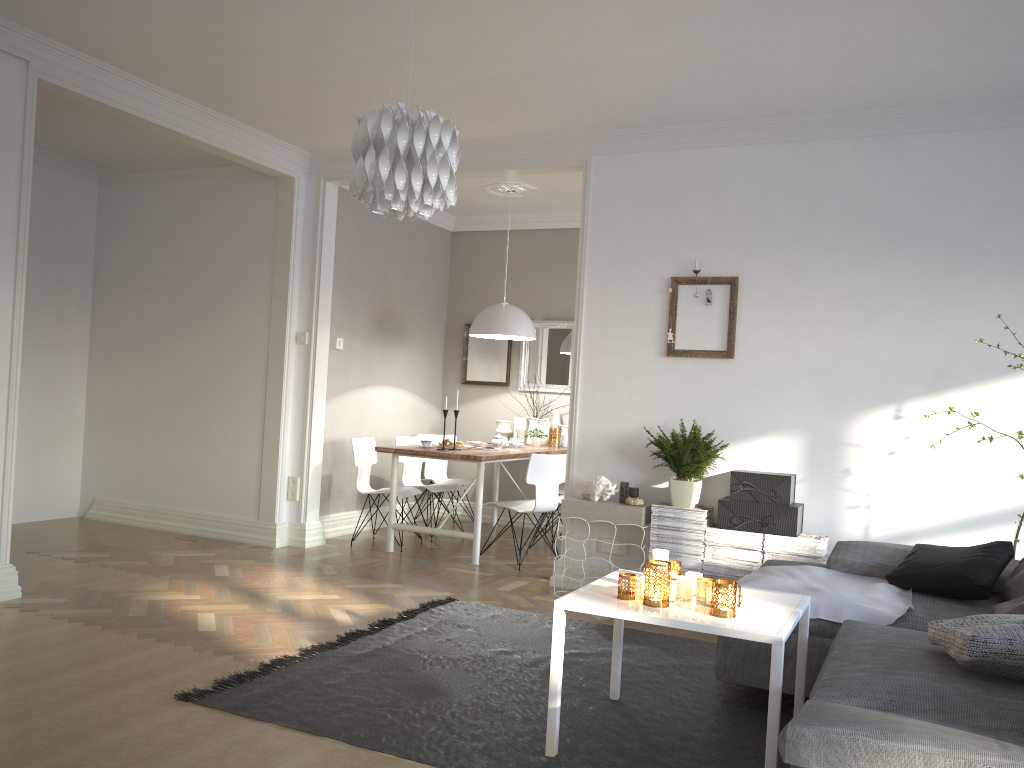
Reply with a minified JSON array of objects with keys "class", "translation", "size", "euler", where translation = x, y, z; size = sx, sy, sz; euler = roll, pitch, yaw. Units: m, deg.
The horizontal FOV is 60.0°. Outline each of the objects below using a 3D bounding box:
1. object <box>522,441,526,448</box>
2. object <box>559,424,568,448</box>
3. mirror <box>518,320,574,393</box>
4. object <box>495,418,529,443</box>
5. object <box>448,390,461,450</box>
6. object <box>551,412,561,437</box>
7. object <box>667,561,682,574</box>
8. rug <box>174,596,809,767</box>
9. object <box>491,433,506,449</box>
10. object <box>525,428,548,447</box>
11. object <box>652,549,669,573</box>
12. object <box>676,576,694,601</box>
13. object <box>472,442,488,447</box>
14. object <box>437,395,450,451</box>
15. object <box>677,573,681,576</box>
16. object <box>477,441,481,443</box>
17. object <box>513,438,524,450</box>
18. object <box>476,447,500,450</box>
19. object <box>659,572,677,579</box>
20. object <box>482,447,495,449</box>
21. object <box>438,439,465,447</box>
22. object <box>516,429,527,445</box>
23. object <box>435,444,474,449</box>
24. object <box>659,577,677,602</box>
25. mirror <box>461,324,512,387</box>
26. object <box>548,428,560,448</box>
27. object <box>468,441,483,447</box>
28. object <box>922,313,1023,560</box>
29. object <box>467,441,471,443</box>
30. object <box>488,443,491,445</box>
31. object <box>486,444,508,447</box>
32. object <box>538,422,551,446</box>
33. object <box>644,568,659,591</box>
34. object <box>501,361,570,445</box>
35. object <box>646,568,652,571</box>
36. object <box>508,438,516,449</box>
[{"class":"object","translation":[0.058,0.489,7.208],"size":[0.116,0.056,0.116],"euler":[3,-1,-3]},{"class":"object","translation":[0.472,0.452,7.688],"size":[0.136,0.194,0.115],"euler":[4,0,-35]},{"class":"mirror","translation":[0.326,-0.245,7.848],"size":[0.544,0.632,0.047],"euler":[3,0,25]},{"class":"object","translation":[-0.008,0.409,7.849],"size":[0.310,0.228,0.172],"euler":[4,0,-22]},{"class":"object","translation":[-0.404,0.253,6.405],"size":[0.095,0.448,0.095],"euler":[3,0,20]},{"class":"object","translation":[0.384,0.394,7.755],"size":[0.091,0.301,0.091],"euler":[3,0,-21]},{"class":"object","translation":[0.589,0.691,3.243],"size":[0.060,0.079,0.060],"euler":[3,0,19]},{"class":"rug","translation":[0.143,1.205,3.644],"size":[2.110,0.055,2.016],"euler":[3,-1,25]},{"class":"object","translation":[-0.102,0.445,6.951],"size":[0.143,0.119,0.124],"euler":[3,-1,29]},{"class":"object","translation":[0.207,0.449,7.469],"size":[0.178,0.162,0.169],"euler":[4,-1,-24]},{"class":"object","translation":[0.514,0.613,3.077],"size":[0.060,0.073,0.060],"euler":[3,-1,41]},{"class":"object","translation":[0.582,0.689,2.990],"size":[0.060,0.073,0.060],"euler":[3,0,-19]},{"class":"object","translation":[-0.252,0.474,6.842],"size":[0.129,0.038,0.129],"euler":[3,-1,25]},{"class":"object","translation":[-0.479,0.274,6.323],"size":[0.095,0.396,0.095],"euler":[3,0,20]},{"class":"object","translation":[0.570,0.698,3.124],"size":[0.052,0.058,0.050],"euler":[3,0,-6]},{"class":"object","translation":[-0.265,0.457,7.011],"size":[0.020,0.003,0.194],"euler":[3,-1,-7]},{"class":"object","translation":[0.049,0.470,6.960],"size":[0.090,0.086,0.090],"euler":[4,-1,-20]},{"class":"object","translation":[-0.179,0.488,6.677],"size":[0.180,0.014,0.180],"euler":[3,-1,-10]},{"class":"object","translation":[0.535,0.687,3.053],"size":[0.060,0.073,0.060],"euler":[3,0,5]},{"class":"object","translation":[-0.178,0.484,6.665],"size":[0.100,0.025,0.066],"euler":[3,-1,2]},{"class":"object","translation":[-0.454,0.443,6.648],"size":[0.197,0.063,0.188],"euler":[3,-1,-5]},{"class":"object","translation":[0.081,0.461,7.718],"size":[0.094,0.132,0.097],"euler":[3,0,-9]},{"class":"object","translation":[-0.431,0.470,6.649],"size":[0.287,0.019,0.287],"euler":[3,-1,13]},{"class":"object","translation":[0.517,0.685,2.949],"size":[0.060,0.073,0.060],"euler":[3,0,14]},{"class":"mirror","translation":[-0.228,-0.266,8.104],"size":[0.474,0.557,0.052],"euler":[3,0,25]},{"class":"object","translation":[0.362,0.459,7.588],"size":[0.095,0.163,0.095],"euler":[3,0,-25]},{"class":"object","translation":[-0.294,0.474,7.005],"size":[0.129,0.038,0.129],"euler":[3,-1,30]},{"class":"object","translation":[2.277,0.191,4.128],"size":[0.776,1.674,0.340],"euler":[3,0,-16]},{"class":"object","translation":[-0.282,0.456,6.804],"size":[0.130,0.027,0.028],"euler":[4,-1,-22]},{"class":"object","translation":[-0.160,0.490,7.195],"size":[0.194,0.022,0.201],"euler":[2,-1,45]},{"class":"object","translation":[-0.159,0.495,7.191],"size":[0.287,0.019,0.287],"euler":[3,-1,-2]},{"class":"object","translation":[0.281,0.433,7.668],"size":[0.114,0.209,0.112],"euler":[3,0,25]},{"class":"object","translation":[0.489,0.685,3.101],"size":[0.060,0.073,0.060],"euler":[3,0,5]},{"class":"object","translation":[0.239,0.145,7.697],"size":[0.698,0.781,0.352],"euler":[3,0,7]},{"class":"object","translation":[0.489,0.683,3.101],"size":[0.056,0.066,0.056],"euler":[3,0,-13]},{"class":"object","translation":[0.005,0.469,7.050],"size":[0.072,0.086,0.086],"euler":[3,0,-10]}]
